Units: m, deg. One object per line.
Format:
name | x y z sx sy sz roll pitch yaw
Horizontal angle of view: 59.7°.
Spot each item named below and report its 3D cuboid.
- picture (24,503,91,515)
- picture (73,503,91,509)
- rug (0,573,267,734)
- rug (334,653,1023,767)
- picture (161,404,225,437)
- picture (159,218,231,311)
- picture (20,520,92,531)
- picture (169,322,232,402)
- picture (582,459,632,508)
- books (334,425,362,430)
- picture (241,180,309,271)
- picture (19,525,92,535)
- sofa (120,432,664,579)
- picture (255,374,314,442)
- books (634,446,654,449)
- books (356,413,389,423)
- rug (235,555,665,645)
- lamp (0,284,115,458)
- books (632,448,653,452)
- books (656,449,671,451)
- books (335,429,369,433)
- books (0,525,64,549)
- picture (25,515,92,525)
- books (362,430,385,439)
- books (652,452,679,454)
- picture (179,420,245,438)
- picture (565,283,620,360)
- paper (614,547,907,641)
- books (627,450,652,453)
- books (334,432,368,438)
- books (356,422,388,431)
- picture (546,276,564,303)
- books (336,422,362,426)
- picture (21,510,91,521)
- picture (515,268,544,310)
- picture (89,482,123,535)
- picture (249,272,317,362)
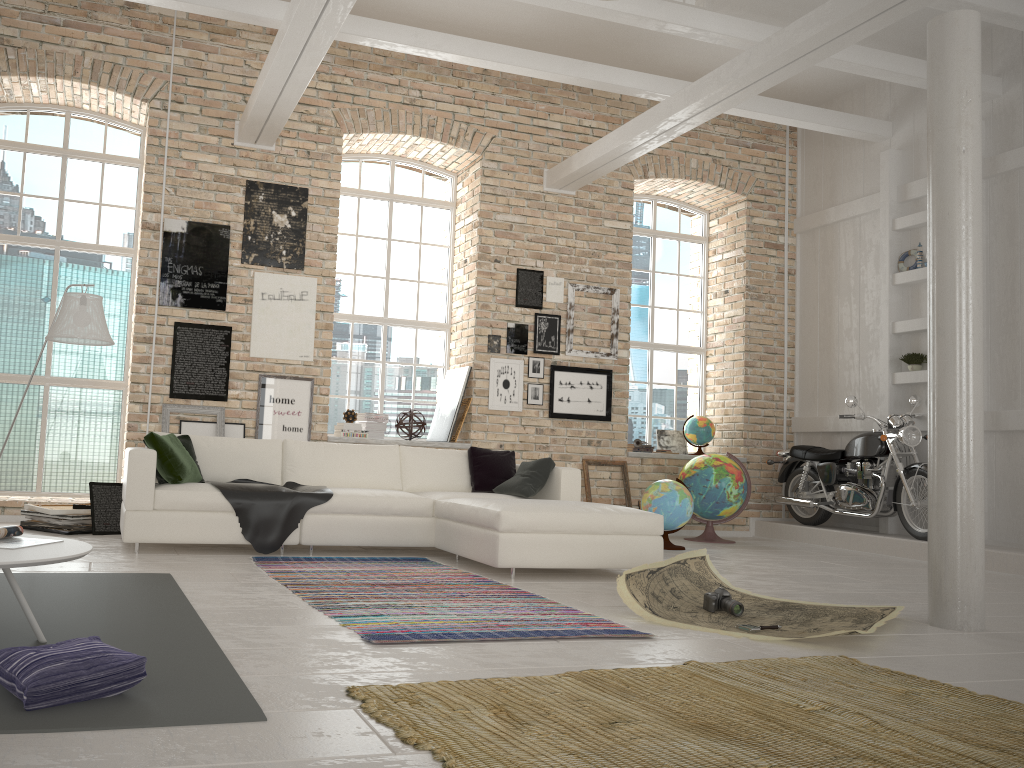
picture | -3.392 0.991 7.109 0.731 0.048 0.628 7 -7 -44
picture | -3.300 0.978 7.170 0.295 0.048 0.379 2 -5 5
rug | -1.911 0.922 3.406 1.373 0.041 2.842 5 -5 -24
rug | 0.774 0.966 2.476 2.088 0.021 1.618 5 -5 -27
picture | -2.774 0.472 7.757 0.522 0.582 0.295 4 -5 -20
picture | -2.839 -1.067 7.989 0.567 0.785 0.038 4 -5 -18
picture | -3.423 1.106 7.137 0.610 0.048 0.755 2 -5 14
picture | -2.779 -0.196 7.965 0.490 0.680 0.067 4 -5 -18
picture | 0.976 1.145 8.995 0.485 0.748 0.231 4 -5 -19
books | -1.561 0.419 8.481 0.191 0.040 0.206 6 -6 -35
picture | -2.191 -1.464 8.247 0.565 0.783 0.038 4 -5 -18
picture | -3.402 1.141 7.105 0.623 0.048 0.738 0 -5 28
sofa | -0.972 0.818 6.169 3.146 0.841 2.264 4 -5 -20
picture | -2.079 0.304 8.143 0.498 0.756 0.012 4 -5 -18
books | 1.356 0.678 9.560 0.245 0.026 0.213 5 -5 -26
books | -1.403 0.333 8.849 0.284 0.085 0.244 7 -6 -41
rug | -0.557 1.102 4.769 1.344 0.008 2.806 5 -5 -25
lamp | -3.220 0.193 6.081 1.037 1.775 0.435 1 -5 14
books | 1.347 0.703 9.553 0.244 0.029 0.212 5 -5 -22
books | 1.603 0.702 9.438 0.109 0.013 0.124 -2 -7 44
books | -1.527 0.451 8.476 0.258 0.024 0.229 5 -5 -24
books | -1.849 0.539 3.179 0.382 0.048 0.298 2 -5 9
picture | -3.380 1.070 7.133 0.628 0.048 0.731 -1 -6 38
books | -1.404 0.502 8.844 0.230 0.088 0.328 4 -5 -18
books | 1.621 0.731 9.427 0.218 0.022 0.183 4 -5 -21
picture | -2.648 0.616 7.862 0.552 0.568 0.153 4 -5 -19
picture | 0.830 -0.639 9.173 0.580 0.749 0.026 4 -5 -18
paper | 1.291 1.026 4.435 1.130 0.265 1.373 0 -6 33
books | 1.348 0.728 9.547 0.245 0.025 0.211 4 -5 -20
books | -1.531 0.486 8.472 0.263 0.048 0.229 5 -5 -24
books | -1.401 0.419 8.852 0.226 0.088 0.334 5 -5 -27
picture | 0.438 -0.958 9.073 0.186 0.259 0.013 4 -5 -18
books | -1.553 0.385 8.485 0.173 0.030 0.186 6 -6 -33
picture | -3.406 1.029 7.132 0.622 0.048 0.739 0 -5 26
picture | 0.179 -0.958 8.983 0.284 0.394 0.019 4 -5 -18
picture | -3.098 0.967 6.895 0.308 0.404 0.205 7 -6 -43
picture | -2.098 -0.616 8.199 0.566 0.784 0.038 4 -5 -18
